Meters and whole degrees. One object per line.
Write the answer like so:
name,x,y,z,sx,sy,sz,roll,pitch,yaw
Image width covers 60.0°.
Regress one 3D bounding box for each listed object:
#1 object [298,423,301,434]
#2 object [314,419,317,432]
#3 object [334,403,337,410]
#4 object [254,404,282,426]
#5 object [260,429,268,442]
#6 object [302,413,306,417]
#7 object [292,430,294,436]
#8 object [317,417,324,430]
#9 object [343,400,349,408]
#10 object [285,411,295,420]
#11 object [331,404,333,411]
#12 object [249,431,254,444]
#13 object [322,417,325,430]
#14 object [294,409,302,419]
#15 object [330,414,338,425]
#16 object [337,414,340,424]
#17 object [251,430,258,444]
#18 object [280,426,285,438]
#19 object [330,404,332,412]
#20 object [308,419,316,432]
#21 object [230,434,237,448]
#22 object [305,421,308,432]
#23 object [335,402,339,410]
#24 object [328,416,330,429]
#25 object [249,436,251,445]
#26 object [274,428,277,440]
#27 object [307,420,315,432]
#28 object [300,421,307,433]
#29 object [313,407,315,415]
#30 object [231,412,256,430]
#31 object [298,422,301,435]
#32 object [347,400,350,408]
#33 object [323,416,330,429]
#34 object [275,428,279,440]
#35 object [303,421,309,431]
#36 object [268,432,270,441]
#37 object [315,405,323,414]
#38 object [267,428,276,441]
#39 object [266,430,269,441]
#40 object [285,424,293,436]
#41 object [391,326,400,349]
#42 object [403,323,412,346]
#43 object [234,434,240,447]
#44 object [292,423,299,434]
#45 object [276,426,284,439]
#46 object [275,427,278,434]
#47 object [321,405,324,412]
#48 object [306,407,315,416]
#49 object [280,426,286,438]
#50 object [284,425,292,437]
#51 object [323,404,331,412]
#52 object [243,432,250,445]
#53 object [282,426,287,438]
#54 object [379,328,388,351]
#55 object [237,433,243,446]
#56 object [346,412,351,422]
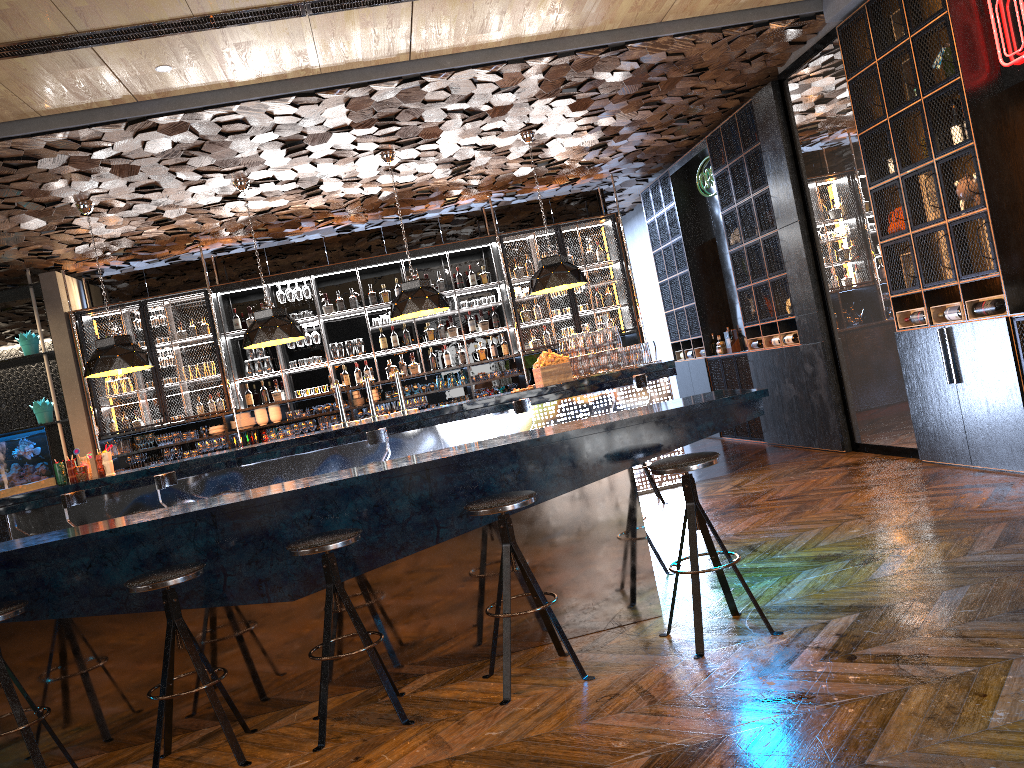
object,-2.611,0.582,10.827,0.084,0.216,0.084,-11,0,4
object,-2.455,0.549,10.986,0.084,0.216,0.084,-11,0,15
object,-2.140,0.271,10.867,0.095,0.096,0.095,-12,0,-7
object,-2.950,0.376,10.735,0.309,0.216,0.149,-12,0,-10
object,-2.967,0.658,10.648,0.082,0.213,0.082,-11,1,22
object,-2.519,0.375,10.736,0.049,0.048,0.044,-11,1,35
object,-2.706,0.603,10.863,0.082,0.213,0.082,-12,1,-20
object,-2.311,0.516,10.764,0.071,0.226,0.071,-12,1,-36
object,-2.042,0.251,10.848,0.095,0.096,0.095,-11,0,16
object,-2.674,0.380,10.690,0.100,0.100,0.089,-12,0,-3
object,-2.266,0.294,10.962,0.093,0.099,0.093,-12,1,-20
object,-3.133,0.682,10.723,0.073,0.229,0.073,-12,1,-19
object,-2.324,0.518,10.847,0.071,0.226,0.071,-12,1,-36
object,-2.602,0.365,10.756,0.089,0.100,0.100,-11,1,29
object,-2.142,0.486,10.778,0.092,0.218,0.092,-11,1,43
object,-2.140,0.485,10.887,0.092,0.218,0.092,-11,1,43
object,-3.074,0.671,10.658,0.073,0.229,0.073,-12,1,-19
object,-2.789,0.620,10.760,0.082,0.213,0.082,-12,1,-28
object,-2.258,0.293,10.861,0.093,0.099,0.093,-12,1,-36
object,-2.439,0.547,10.853,0.084,0.216,0.084,-11,1,35
object,-3.308,0.719,10.610,0.073,0.229,0.073,-12,1,-19
object,-2.522,0.563,10.835,0.084,0.216,0.084,-12,0,-15
object,-2.101,0.264,10.768,0.095,0.096,0.095,-12,1,-34
object,-2.245,0.502,10.814,0.071,0.226,0.071,-12,1,-36
object,-3.196,0.695,10.780,0.073,0.229,0.073,-12,1,-19
object,-2.887,0.640,10.746,0.082,0.213,0.082,-12,1,-32
object,-2.419,0.544,10.717,0.084,0.216,0.084,-11,1,35
object,-2.507,0.562,10.704,0.084,0.216,0.084,-11,0,8
object,-2.470,0.336,10.938,0.109,0.100,0.109,-12,1,-25
object,-3.252,0.449,10.727,0.306,0.195,0.300,-12,0,-6
object,-2.632,0.585,10.961,0.084,0.216,0.084,-11,1,31
object,-2.051,0.252,10.955,0.095,0.096,0.095,-11,1,33
object,-2.234,0.501,10.734,0.071,0.226,0.071,-12,1,-36
object,-2.892,0.641,10.838,0.082,0.213,0.082,-11,0,13
object,-2.542,0.566,10.967,0.084,0.216,0.084,-12,0,-9
object,-2.986,0.660,10.824,0.082,0.213,0.082,-11,1,42
object,-2.345,0.312,10.792,0.093,0.099,0.093,-11,0,9
object,-2.881,0.640,10.660,0.082,0.213,0.082,-11,1,22
object,-2.977,0.659,10.737,0.082,0.213,0.082,-12,0,-15
object,-2.695,0.601,10.774,0.082,0.213,0.082,-12,1,-27
object,-1.474,-0.584,11.110,0.086,0.298,0.086,-11,1,41
object,-1.323,-0.614,11.103,0.086,0.297,0.086,-11,1,41
object,-3.306,0.717,10.758,0.073,0.229,0.073,-12,1,-19
object,-2.599,0.580,10.693,0.084,0.216,0.084,-12,1,-19
object,-2.780,0.619,10.673,0.082,0.213,0.082,-11,1,26
object,-2.908,0.643,10.923,0.082,0.213,0.082,-11,1,23
object,-2.359,0.314,10.899,0.093,0.099,0.093,-12,1,-20
object,-2.449,0.333,10.781,0.109,0.100,0.109,-12,1,-25
object,-2.801,0.622,10.850,0.082,0.213,0.082,-11,1,24
object,-2.689,0.601,10.683,0.082,0.213,0.082,-11,1,22
object,-2.240,0.291,10.758,0.093,0.099,0.093,-11,0,12
object,-3.169,0.690,10.649,0.073,0.229,0.073,-12,1,-19
object,-2.811,0.623,10.939,0.082,0.213,0.082,-12,0,-8
object,-1.612,-0.554,11.066,0.086,0.299,0.086,-11,1,41
object,-3.258,0.708,10.688,0.073,0.229,0.073,-12,1,-19
object,-1.982,0.453,10.816,0.071,0.217,0.071,-11,0,1
